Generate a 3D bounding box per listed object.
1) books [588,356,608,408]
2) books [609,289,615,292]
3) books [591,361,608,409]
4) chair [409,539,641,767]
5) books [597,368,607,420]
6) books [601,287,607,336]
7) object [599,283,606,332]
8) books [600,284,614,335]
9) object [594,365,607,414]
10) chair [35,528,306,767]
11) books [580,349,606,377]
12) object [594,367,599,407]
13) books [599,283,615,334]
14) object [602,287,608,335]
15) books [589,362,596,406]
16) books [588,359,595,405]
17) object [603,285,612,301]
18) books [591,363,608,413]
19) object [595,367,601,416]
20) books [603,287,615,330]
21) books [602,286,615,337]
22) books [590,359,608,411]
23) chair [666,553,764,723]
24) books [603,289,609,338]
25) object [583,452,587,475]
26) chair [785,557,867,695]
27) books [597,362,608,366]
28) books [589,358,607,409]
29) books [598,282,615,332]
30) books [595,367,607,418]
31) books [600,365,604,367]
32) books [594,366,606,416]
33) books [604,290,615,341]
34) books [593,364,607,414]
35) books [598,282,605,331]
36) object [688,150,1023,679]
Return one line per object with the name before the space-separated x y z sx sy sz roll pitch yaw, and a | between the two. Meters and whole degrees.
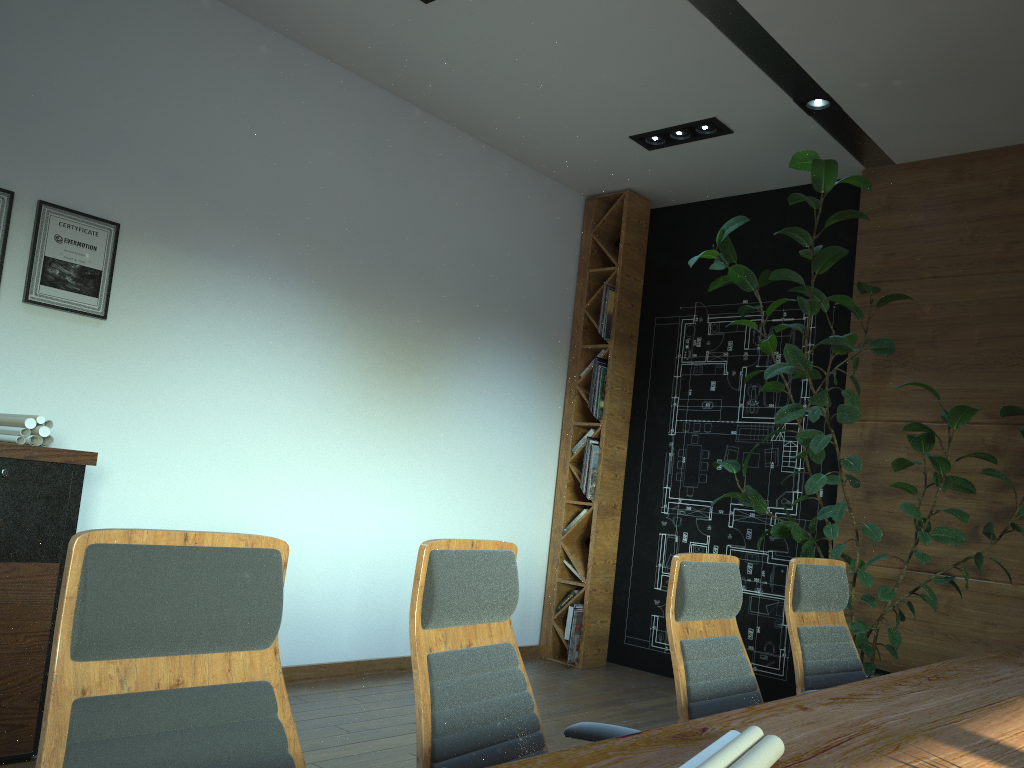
books | 0.742 0.016 6.953 0.024 0.402 0.393 2 -7 42
books | 3.789 -0.516 4.330 7.870 0.396 0.400 0 -9 42
books | 0.759 0.049 6.942 0.016 0.388 0.394 2 -7 42
chair | 0.101 0.951 1.995 0.695 1.123 0.710 3 -6 34
books | 3.724 0.094 4.283 7.866 0.389 0.399 0 -9 42
books | 3.786 -0.539 4.325 7.929 0.380 0.398 0 -9 42
object | 3.794 -0.567 4.334 7.980 0.388 0.399 0 -9 42
books | 3.787 -0.552 4.326 7.940 0.396 0.393 0 -9 42
object | 0.776 0.082 6.916 0.006 0.389 0.399 2 -7 42
chair | -0.385 0.810 1.280 0.695 1.123 0.709 1 -7 42
books | 3.759 -0.152 4.312 8.413 0.230 0.239 0 -9 42
object | 0.771 0.078 6.924 0.006 0.382 0.386 2 -7 42
books | 3.790 -0.563 4.329 7.963 0.394 0.399 0 -9 42
object | 3.792 -0.540 4.332 7.919 0.395 0.399 0 -9 42
books | 0.747 0.028 6.953 0.023 0.389 0.388 2 -7 42
books | 0.742 0.023 6.960 0.023 0.382 0.402 2 -7 42
object | 3.794 -0.565 4.334 7.972 0.392 0.399 0 -9 42
books | 0.761 0.061 6.931 0.016 0.380 0.398 2 -7 42
object | 0.786 0.091 6.915 0.006 0.389 0.399 2 -7 42
books | 3.789 -0.532 4.330 7.901 0.395 0.399 0 -9 42
books | 3.792 -0.538 4.333 7.910 0.398 0.399 0 -9 42
books | 0.752 0.038 6.940 0.016 0.399 0.388 2 -7 42
chair | 0.799 1.101 2.595 0.695 1.123 0.709 1 -7 43
books | 3.785 -0.521 4.326 7.891 0.382 0.402 0 -9 42
object | 3.663 0.632 4.237 8.011 0.388 0.394 0 -9 42
chair | 1.363 1.242 3.240 0.709 1.123 0.696 11 -7 -40
books | 0.760 0.053 6.937 0.016 0.387 0.392 2 -7 42
books | 0.748 0.029 6.947 0.023 0.396 0.389 2 -7 42
books | 3.792 -0.573 4.331 7.989 0.391 0.399 0 -9 42
books | 3.720 0.085 4.279 7.880 0.394 0.399 0 -9 42
books | 0.779 0.079 6.926 0.006 0.389 0.399 2 -7 42
books | 0.781 0.085 6.916 0.006 0.392 0.399 2 -7 42
books | 3.784 -0.511 4.324 7.861 0.388 0.400 0 -9 42
books | 0.767 0.070 6.925 0.006 0.388 0.394 2 -7 42
books | 3.790 -0.576 4.329 7.997 0.388 0.399 0 -9 42
object | 2.099 0.458 5.431 2.038 3.355 1.686 7 -5 -6
